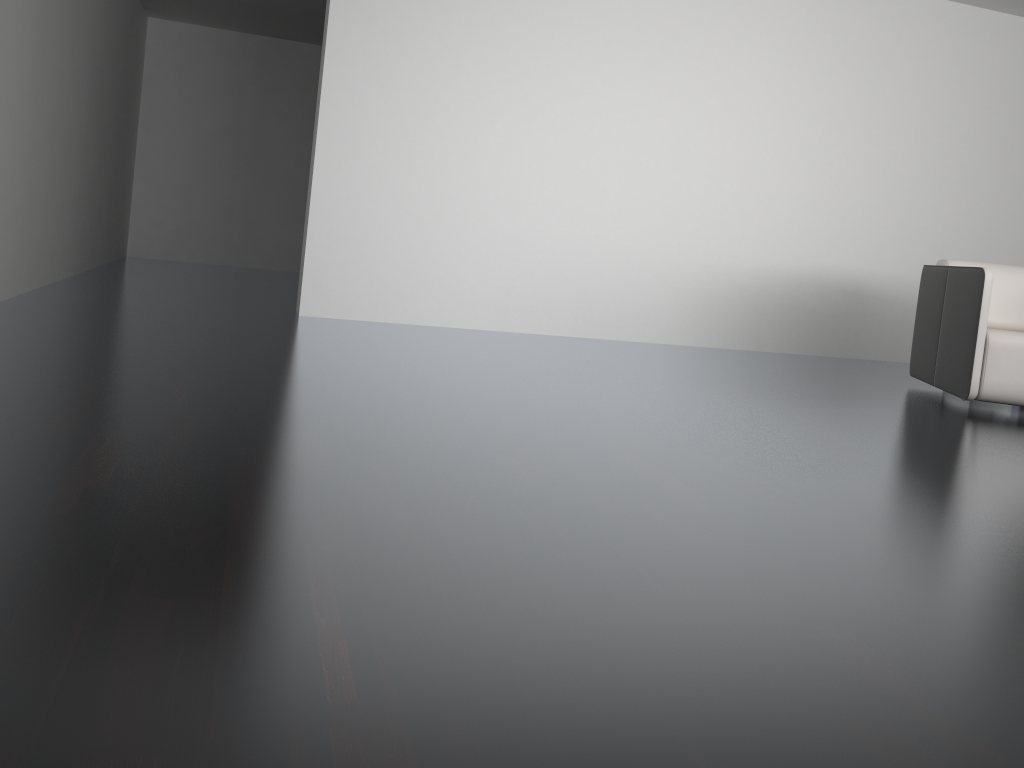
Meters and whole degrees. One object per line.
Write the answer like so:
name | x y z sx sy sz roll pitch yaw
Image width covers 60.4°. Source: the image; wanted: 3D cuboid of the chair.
chair | 2.526 -0.261 4.364 0.768 0.656 0.927 7 7 7
